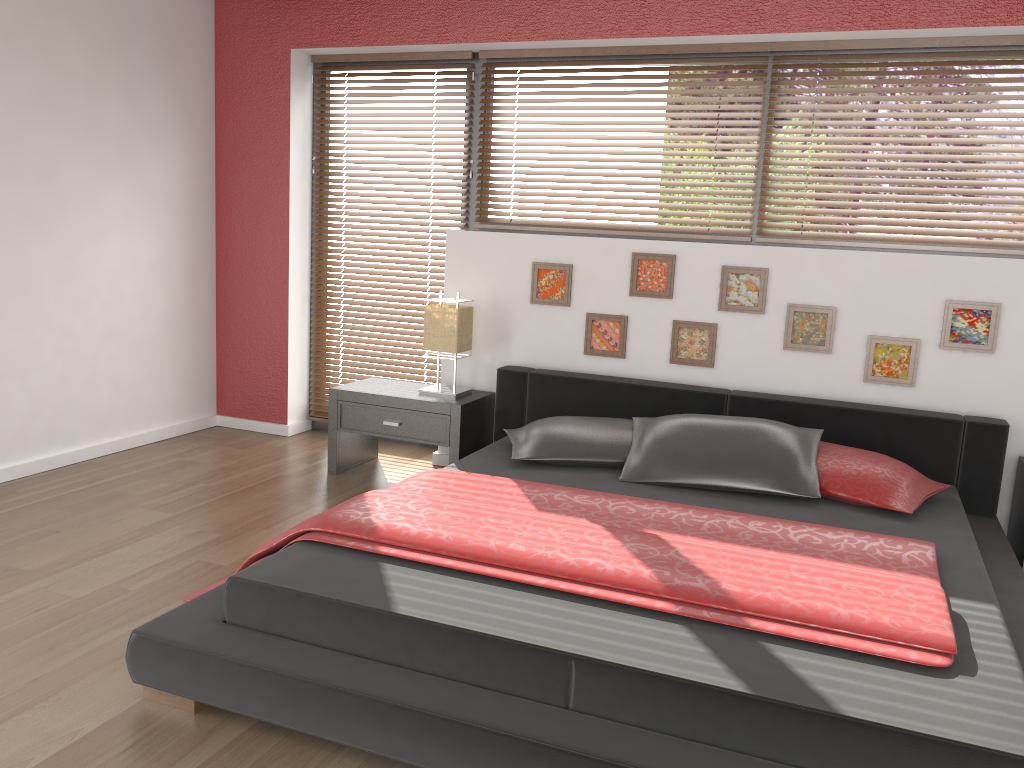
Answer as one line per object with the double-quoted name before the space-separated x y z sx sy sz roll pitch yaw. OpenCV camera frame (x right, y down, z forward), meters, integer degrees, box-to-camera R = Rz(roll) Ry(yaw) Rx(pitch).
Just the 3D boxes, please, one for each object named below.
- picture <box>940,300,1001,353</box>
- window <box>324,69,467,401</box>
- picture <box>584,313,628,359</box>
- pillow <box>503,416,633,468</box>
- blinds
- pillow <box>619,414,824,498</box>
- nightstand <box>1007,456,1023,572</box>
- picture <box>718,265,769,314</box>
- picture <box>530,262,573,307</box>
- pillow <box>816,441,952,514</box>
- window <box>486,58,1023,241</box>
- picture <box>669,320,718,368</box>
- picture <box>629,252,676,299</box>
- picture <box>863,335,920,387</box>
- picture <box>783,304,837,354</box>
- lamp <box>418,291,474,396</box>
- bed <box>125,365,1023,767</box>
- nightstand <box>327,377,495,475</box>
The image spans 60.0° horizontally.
"picture" 1.854 -0.233 3.588 0.200 0.200 0.010 7 10 21
"window" -0.664 -0.772 4.909 0.889 1.893 0.020 7 10 21
"picture" 0.439 -0.227 4.160 0.200 0.200 0.010 7 10 21
"pillow" 0.344 0.234 3.635 0.745 0.172 0.418 2 10 -3
"blinds" 1.116 -0.516 4.155 4.840 1.952 0.032 7 10 21
"pillow" 0.790 0.250 3.364 0.744 0.241 0.386 6 10 17
"nightstand" 2.267 0.563 3.273 0.700 0.423 0.413 7 10 21
"picture" 1.016 -0.415 3.899 0.200 0.200 0.010 7 10 21
"picture" 0.187 -0.475 4.225 0.200 0.200 0.010 7 10 21
"pillow" 1.209 0.326 3.358 0.745 0.172 0.418 11 13 40
"window" 1.174 -1.095 4.119 2.817 0.786 0.020 7 10 21
"picture" 0.820 -0.182 4.013 0.200 0.200 0.010 7 10 21
"picture" 0.639 -0.494 4.039 0.200 0.200 0.010 7 10 21
"picture" 1.589 -0.096 3.715 0.200 0.200 0.010 7 10 21
"picture" 1.281 -0.239 3.818 0.200 0.200 0.010 7 10 21
"lamp" -0.307 -0.203 4.241 0.200 0.480 0.200 7 10 21
"bed" 0.387 0.447 2.925 2.469 0.577 2.413 7 10 21
"nightstand" -0.493 0.240 4.339 0.700 0.423 0.413 7 10 21
